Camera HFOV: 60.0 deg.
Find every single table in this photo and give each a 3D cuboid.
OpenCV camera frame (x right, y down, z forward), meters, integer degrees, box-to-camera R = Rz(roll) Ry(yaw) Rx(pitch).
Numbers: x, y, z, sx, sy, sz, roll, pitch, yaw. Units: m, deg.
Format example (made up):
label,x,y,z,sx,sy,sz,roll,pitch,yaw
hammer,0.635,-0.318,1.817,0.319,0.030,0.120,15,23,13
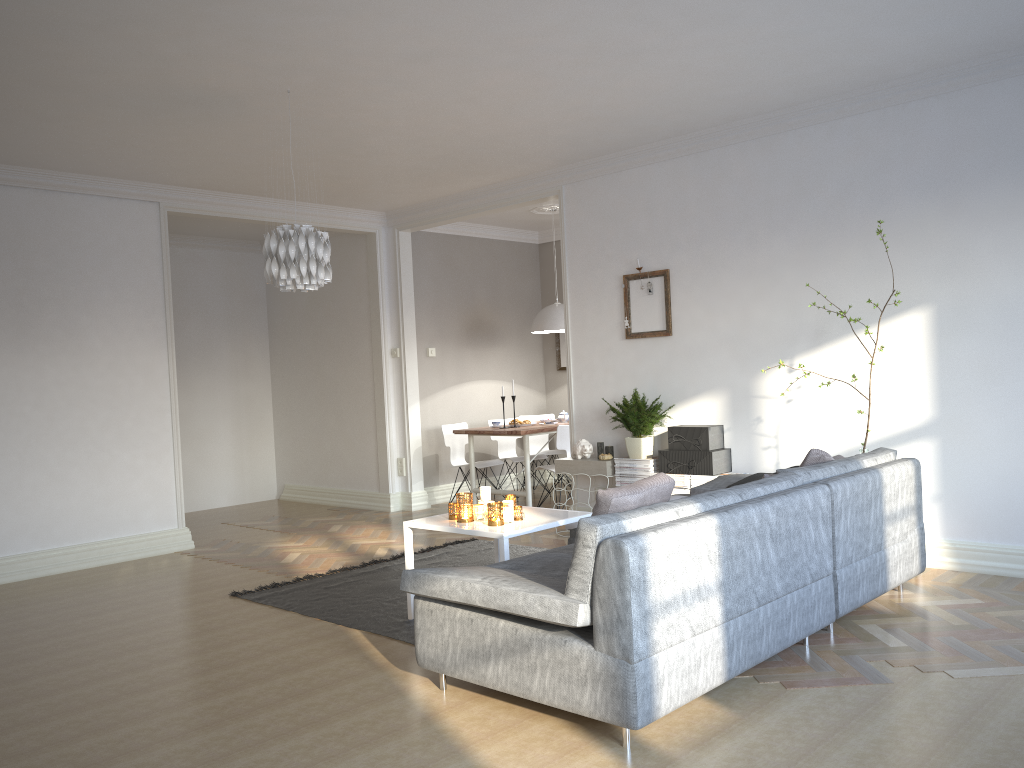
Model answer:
label,x,y,z,sx,sy,sz,roll,pitch,yaw
table,0.595,0.841,6.577,0.553,0.575,0.298,-2,2,44
table,0.468,0.744,8.520,0.853,0.750,1.985,-2,1,44
table,0.932,0.816,6.305,0.321,0.597,0.246,-2,2,44
table,1.157,0.855,6.093,0.327,0.499,0.246,-2,2,44
table,-0.052,0.930,4.520,0.715,0.504,0.674,-2,1,44
table,1.385,0.846,5.876,0.327,0.499,0.246,-2,2,44

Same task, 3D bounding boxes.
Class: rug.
label,x,y,z,sx,sy,sz,roll,pitch,yaw
rug,-0.246,1.174,5.264,2.112,0.055,2.014,-2,1,43

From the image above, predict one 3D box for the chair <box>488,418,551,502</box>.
label,x,y,z,sx,sy,sz,roll,pitch,yaw
chair,0.065,0.741,8.847,0.431,0.786,0.479,-4,2,-36

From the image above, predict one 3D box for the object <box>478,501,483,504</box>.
label,x,y,z,sx,sy,sz,roll,pitch,yaw
object,-0.146,0.644,4.635,0.060,0.073,0.060,-2,1,24

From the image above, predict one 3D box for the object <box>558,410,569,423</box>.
label,x,y,z,sx,sy,sz,roll,pitch,yaw
object,0.495,0.308,8.468,0.124,0.119,0.143,-4,1,-42

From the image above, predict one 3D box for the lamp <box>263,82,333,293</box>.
label,x,y,z,sx,sy,sz,roll,pitch,yaw
lamp,-1.160,-1.029,4.716,0.355,1.066,0.354,-3,1,-4

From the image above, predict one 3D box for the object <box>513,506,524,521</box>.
label,x,y,z,sx,sy,sz,roll,pitch,yaw
object,0.034,0.641,4.394,0.054,0.068,0.047,-3,1,4

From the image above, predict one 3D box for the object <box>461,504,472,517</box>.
label,x,y,z,sx,sy,sz,roll,pitch,yaw
object,-0.228,0.649,4.506,0.060,0.073,0.060,-2,1,33

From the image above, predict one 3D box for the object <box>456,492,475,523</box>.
label,x,y,z,sx,sy,sz,roll,pitch,yaw
object,-0.238,0.617,4.432,0.090,0.140,0.086,-2,1,14

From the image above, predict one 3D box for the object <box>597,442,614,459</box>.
label,x,y,z,sx,sy,sz,roll,pitch,yaw
object,0.687,0.482,6.531,0.123,0.134,0.062,-3,1,-5

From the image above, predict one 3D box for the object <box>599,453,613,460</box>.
label,x,y,z,sx,sy,sz,roll,pitch,yaw
object,0.680,0.528,6.429,0.099,0.046,0.104,-3,1,0

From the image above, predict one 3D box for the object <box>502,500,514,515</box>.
label,x,y,z,sx,sy,sz,roll,pitch,yaw
object,-0.020,0.639,4.565,0.060,0.073,0.060,-3,1,-21

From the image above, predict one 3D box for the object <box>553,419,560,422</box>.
label,x,y,z,sx,sy,sz,roll,pitch,yaw
object,0.522,0.354,8.714,0.287,0.020,0.287,-3,1,16

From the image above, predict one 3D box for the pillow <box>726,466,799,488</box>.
label,x,y,z,sx,sy,sz,roll,pitch,yaw
pillow,1.334,0.566,4.794,0.401,0.248,0.421,-3,1,-26

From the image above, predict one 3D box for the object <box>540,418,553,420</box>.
label,x,y,z,sx,sy,sz,roll,pitch,yaw
object,0.335,0.355,8.582,0.129,0.038,0.129,-3,1,-41

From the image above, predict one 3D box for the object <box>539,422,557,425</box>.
label,x,y,z,sx,sy,sz,roll,pitch,yaw
object,0.340,0.371,8.234,0.180,0.014,0.180,-3,1,9

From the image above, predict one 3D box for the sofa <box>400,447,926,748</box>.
label,x,y,z,sx,sy,sz,roll,pitch,yaw
sofa,0.689,0.790,4.196,1.555,0.773,2.630,-2,1,44

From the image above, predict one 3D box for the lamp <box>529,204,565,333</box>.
label,x,y,z,sx,sy,sz,roll,pitch,yaw
lamp,0.420,-1.094,8.471,0.530,1.182,0.530,-4,2,-39

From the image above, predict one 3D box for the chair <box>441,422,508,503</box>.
label,x,y,z,sx,sy,sz,roll,pitch,yaw
chair,-0.361,0.766,8.423,0.479,0.786,0.431,-2,1,34

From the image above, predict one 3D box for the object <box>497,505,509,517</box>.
label,x,y,z,sx,sy,sz,roll,pitch,yaw
object,-0.044,0.641,4.399,0.060,0.073,0.060,-3,1,-21

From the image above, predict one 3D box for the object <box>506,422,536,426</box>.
label,x,y,z,sx,sy,sz,roll,pitch,yaw
object,0.092,0.379,8.289,0.287,0.020,0.287,-2,1,31

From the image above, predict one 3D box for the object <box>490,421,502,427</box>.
label,x,y,z,sx,sy,sz,roll,pitch,yaw
object,-0.144,0.373,8.192,0.116,0.056,0.137,-3,1,-16

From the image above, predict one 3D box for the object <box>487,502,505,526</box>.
label,x,y,z,sx,sy,sz,roll,pitch,yaw
object,-0.080,0.629,4.281,0.080,0.104,0.080,-2,1,34

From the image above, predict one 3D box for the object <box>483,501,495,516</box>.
label,x,y,z,sx,sy,sz,roll,pitch,yaw
object,-0.117,0.643,4.575,0.060,0.073,0.060,-2,1,24

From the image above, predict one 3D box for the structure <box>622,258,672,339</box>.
label,x,y,z,sx,sy,sz,roll,pitch,yaw
structure,0.960,-0.621,6.359,0.398,0.575,0.053,-2,2,41

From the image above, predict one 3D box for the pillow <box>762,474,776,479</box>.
label,x,y,z,sx,sy,sz,roll,pitch,yaw
pillow,1.213,0.559,4.238,0.414,0.311,0.337,-4,1,-41

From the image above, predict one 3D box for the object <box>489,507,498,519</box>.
label,x,y,z,sx,sy,sz,roll,pitch,yaw
object,-0.093,0.643,4.500,0.060,0.073,0.060,-3,1,0

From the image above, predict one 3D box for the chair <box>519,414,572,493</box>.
label,x,y,z,sx,sy,sz,roll,pitch,yaw
chair,0.341,0.723,9.367,0.431,0.786,0.479,-3,1,-15

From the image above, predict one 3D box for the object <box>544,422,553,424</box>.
label,x,y,z,sx,sy,sz,roll,pitch,yaw
object,0.337,0.367,8.222,0.100,0.025,0.066,-3,1,21

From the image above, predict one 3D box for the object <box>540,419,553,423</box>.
label,x,y,z,sx,sy,sz,roll,pitch,yaw
object,0.322,0.357,8.413,0.129,0.038,0.129,-2,1,44

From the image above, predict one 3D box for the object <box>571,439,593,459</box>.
label,x,y,z,sx,sy,sz,roll,pitch,yaw
object,0.522,0.482,6.604,0.137,0.150,0.311,-3,1,-16

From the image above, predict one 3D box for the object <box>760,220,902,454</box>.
label,x,y,z,sx,sy,sz,roll,pitch,yaw
object,1.814,-0.070,5.029,0.776,1.675,0.339,-3,1,3

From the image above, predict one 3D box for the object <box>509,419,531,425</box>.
label,x,y,z,sx,sy,sz,roll,pitch,yaw
object,0.067,0.355,8.295,0.198,0.063,0.188,-3,1,14

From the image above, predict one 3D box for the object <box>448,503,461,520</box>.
label,x,y,z,sx,sy,sz,roll,pitch,yaw
object,-0.296,0.649,4.526,0.060,0.079,0.060,-2,1,34

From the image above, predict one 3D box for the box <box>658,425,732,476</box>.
label,x,y,z,sx,sy,sz,roll,pitch,yaw
box,1.220,0.445,6.002,0.419,0.316,0.298,-2,1,44

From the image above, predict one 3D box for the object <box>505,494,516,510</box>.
label,x,y,z,sx,sy,sz,roll,pitch,yaw
object,-0.006,0.633,4.737,0.060,0.079,0.060,-2,1,38

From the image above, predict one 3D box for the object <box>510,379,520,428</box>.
label,x,y,z,sx,sy,sz,roll,pitch,yaw
object,0.017,0.171,8.048,0.095,0.449,0.095,-2,2,39

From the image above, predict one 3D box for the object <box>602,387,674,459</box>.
label,x,y,z,sx,sy,sz,roll,pitch,yaw
object,0.881,0.285,6.268,0.438,0.527,0.368,-2,2,44

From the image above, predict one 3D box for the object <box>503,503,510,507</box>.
label,x,y,z,sx,sy,sz,roll,pitch,yaw
object,-0.038,0.640,4.464,0.060,0.073,0.060,-3,1,-21

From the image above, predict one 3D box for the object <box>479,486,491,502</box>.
label,x,y,z,sx,sy,sz,roll,pitch,yaw
object,-0.137,0.571,4.604,0.060,0.073,0.060,-3,1,-30

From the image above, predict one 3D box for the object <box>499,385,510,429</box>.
label,x,y,z,sx,sy,sz,roll,pitch,yaw
object,-0.077,0.202,7.994,0.095,0.396,0.095,-2,2,39

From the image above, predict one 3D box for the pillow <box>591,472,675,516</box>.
label,x,y,z,sx,sy,sz,roll,pitch,yaw
pillow,0.418,0.543,3.327,0.242,0.390,0.426,-2,1,44

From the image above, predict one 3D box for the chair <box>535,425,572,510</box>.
label,x,y,z,sx,sy,sz,roll,pitch,yaw
chair,0.482,0.732,7.684,0.431,0.786,0.479,-3,1,-26

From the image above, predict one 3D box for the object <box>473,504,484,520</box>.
label,x,y,z,sx,sy,sz,roll,pitch,yaw
object,-0.168,0.647,4.482,0.060,0.073,0.060,-2,1,33

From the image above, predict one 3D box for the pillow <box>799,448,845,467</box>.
label,x,y,z,sx,sy,sz,roll,pitch,yaw
pillow,1.525,0.512,4.485,0.324,0.403,0.429,-2,1,31

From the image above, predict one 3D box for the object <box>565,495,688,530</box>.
label,x,y,z,sx,sy,sz,roll,pitch,yaw
object,0.795,0.885,4.939,0.726,0.437,0.811,-2,1,42

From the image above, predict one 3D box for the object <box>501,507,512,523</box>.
label,x,y,z,sx,sy,sz,roll,pitch,yaw
object,-0.027,0.641,4.334,0.060,0.073,0.060,-3,1,6

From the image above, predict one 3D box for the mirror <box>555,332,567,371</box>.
label,x,y,z,sx,sy,sz,roll,pitch,yaw
mirror,0.668,-0.433,9.596,0.474,0.558,0.051,-2,2,44
